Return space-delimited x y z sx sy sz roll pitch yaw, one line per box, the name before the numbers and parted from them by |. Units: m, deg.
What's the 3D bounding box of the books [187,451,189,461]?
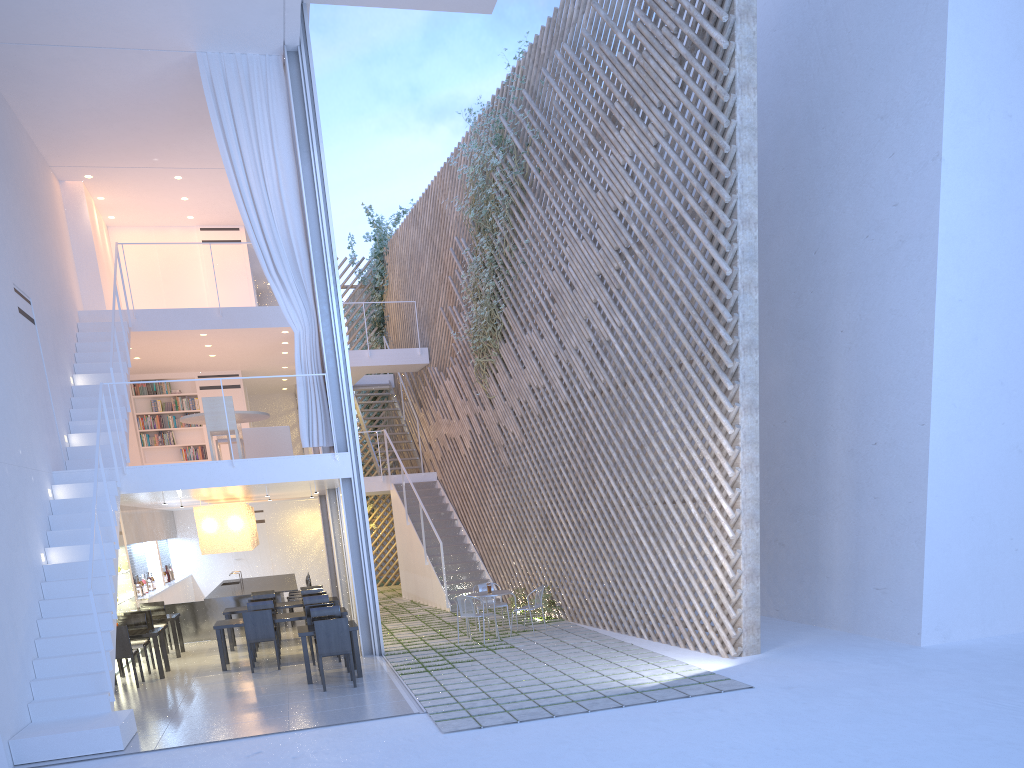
books | -3.457 0.763 8.787 0.006 0.125 0.078 -8 8 -17

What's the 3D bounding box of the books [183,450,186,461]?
books | -3.488 0.764 8.775 0.006 0.126 0.087 -8 7 -17

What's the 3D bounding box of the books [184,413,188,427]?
books | -3.444 0.389 8.707 0.015 0.159 0.084 -8 9 -17

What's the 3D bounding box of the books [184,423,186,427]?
books | -3.457 0.403 8.706 0.015 0.132 0.086 -8 7 -17

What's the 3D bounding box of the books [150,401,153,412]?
books | -3.383 0.765 7.121 0.079 1.681 3.511 -7 -3 -13

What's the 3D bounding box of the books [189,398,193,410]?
books | -3.187 0.752 7.160 0.037 1.680 3.561 -6 -4 -5

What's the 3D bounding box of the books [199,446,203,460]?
books | -3.326 0.743 8.811 0.009 0.152 0.086 -8 8 -17

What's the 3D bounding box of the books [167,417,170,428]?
books | -3.613 0.411 8.665 0.006 0.128 0.092 -8 7 -17

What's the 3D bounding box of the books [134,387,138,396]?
books | -3.896 0.082 8.541 0.020 0.103 0.060 -8 8 -16

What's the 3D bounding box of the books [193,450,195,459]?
books | -3.395 0.755 8.794 0.005 0.134 0.092 -8 7 -17

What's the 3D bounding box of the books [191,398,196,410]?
books | -3.176 0.749 7.181 0.045 1.669 3.528 -6 -4 -5

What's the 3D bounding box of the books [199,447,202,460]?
books | -3.335 0.746 8.810 0.010 0.147 0.086 -8 8 -17

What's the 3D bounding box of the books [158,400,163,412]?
books | -3.346 0.775 7.136 0.030 1.709 3.507 -7 -4 -10

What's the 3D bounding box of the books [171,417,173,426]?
books | -3.577 0.411 8.677 0.006 0.126 0.087 -8 7 -17

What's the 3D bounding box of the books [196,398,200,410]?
books | -3.148 0.751 7.178 0.038 1.678 3.551 -5 -4 -5

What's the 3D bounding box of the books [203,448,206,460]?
books | -3.294 0.753 8.820 0.015 0.129 0.089 -8 7 -17

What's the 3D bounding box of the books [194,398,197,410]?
books | -3.167 0.762 7.175 0.037 1.706 3.552 -5 -4 -5

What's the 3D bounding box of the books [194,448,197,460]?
books | -3.380 0.754 8.797 0.007 0.134 0.092 -8 7 -17

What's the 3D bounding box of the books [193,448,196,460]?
books | -3.388 0.752 8.795 0.008 0.140 0.092 -8 7 -17

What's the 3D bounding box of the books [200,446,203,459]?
books | -3.318 0.744 8.816 0.008 0.151 0.080 -8 9 -17

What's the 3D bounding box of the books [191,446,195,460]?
books | -3.407 0.744 8.792 0.015 0.159 0.084 -8 9 -17

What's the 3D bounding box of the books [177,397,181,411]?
books | -3.236 0.761 7.181 0.023 1.731 3.475 -6 -4 -8

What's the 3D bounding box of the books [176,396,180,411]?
books | -3.513 0.214 8.660 0.011 0.160 0.079 -8 9 -17

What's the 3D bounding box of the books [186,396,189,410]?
books | -3.216 0.754 7.171 0.030 1.737 3.522 -6 -4 -6

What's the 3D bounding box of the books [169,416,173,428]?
books | -3.587 0.407 8.671 0.015 0.134 0.092 -8 7 -17

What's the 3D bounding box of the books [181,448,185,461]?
books | -3.499 0.754 8.770 0.015 0.148 0.085 -8 8 -17

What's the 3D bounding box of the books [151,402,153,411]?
books | -3.368 0.769 7.126 0.040 1.708 3.490 -7 -3 -13

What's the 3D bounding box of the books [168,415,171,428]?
books | -3.604 0.402 8.669 0.015 0.148 0.085 -8 8 -17

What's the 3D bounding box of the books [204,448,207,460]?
books | -3.286 0.751 8.832 0.006 0.134 0.069 -8 9 -17

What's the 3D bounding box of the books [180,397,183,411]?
books | -3.232 0.761 7.182 0.023 1.731 3.479 -6 -4 -7

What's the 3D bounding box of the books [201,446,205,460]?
books | -3.308 0.743 8.817 0.011 0.151 0.083 -8 9 -17

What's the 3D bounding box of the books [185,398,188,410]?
books | -3.201 0.734 7.164 0.029 1.644 3.527 -6 -4 -7

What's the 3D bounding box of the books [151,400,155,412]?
books | -3.352 0.757 7.140 0.027 1.672 3.481 -7 -3 -12

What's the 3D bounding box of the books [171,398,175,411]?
books | -3.560 0.222 8.650 0.015 0.148 0.075 -8 9 -16

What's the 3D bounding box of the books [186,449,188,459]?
books | -3.461 0.761 8.778 0.006 0.128 0.092 -8 7 -17

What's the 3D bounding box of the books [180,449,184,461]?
books | -3.512 0.761 8.765 0.015 0.134 0.092 -8 7 -17

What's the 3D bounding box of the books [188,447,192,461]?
books | -3.437 0.751 8.790 0.015 0.148 0.075 -8 9 -16

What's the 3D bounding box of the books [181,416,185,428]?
books | -3.474 0.405 8.700 0.020 0.128 0.089 -8 7 -16

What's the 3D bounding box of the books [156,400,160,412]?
books | -3.336 0.753 7.127 0.036 1.675 3.517 -7 -4 -11

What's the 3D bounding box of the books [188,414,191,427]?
books | -3.411 0.393 8.720 0.015 0.148 0.075 -8 9 -16

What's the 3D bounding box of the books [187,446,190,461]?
books | -3.449 0.746 8.784 0.011 0.160 0.079 -8 9 -17

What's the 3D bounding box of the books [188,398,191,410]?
books | -3.207 0.767 7.180 0.024 1.713 3.497 -6 -4 -5

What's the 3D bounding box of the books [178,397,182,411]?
books | -3.243 0.764 7.179 0.023 1.726 3.482 -6 -4 -7

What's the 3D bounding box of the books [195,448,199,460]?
books | -3.370 0.755 8.812 0.020 0.136 0.067 -8 9 -16

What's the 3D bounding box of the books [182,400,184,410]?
books | -3.240 0.768 7.172 0.025 1.713 3.505 -6 -4 -6

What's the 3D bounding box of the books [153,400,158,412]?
books | -3.343 0.770 7.118 0.039 1.704 3.538 -7 -3 -12

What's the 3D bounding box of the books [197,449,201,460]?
books | -3.349 0.757 8.811 0.018 0.126 0.082 -8 7 -16

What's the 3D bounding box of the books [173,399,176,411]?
books | -3.251 0.751 7.130 0.123 1.678 3.563 -6 -4 -8

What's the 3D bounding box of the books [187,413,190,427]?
books | -3.424 0.388 8.714 0.011 0.160 0.079 -8 9 -17

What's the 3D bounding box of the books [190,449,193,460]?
books | -3.420 0.758 8.791 0.015 0.132 0.086 -8 7 -17

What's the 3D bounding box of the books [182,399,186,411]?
books | -3.196 0.752 7.161 0.034 1.678 3.540 -6 -4 -7

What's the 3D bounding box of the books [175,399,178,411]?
books | -3.264 0.774 7.174 0.030 1.706 3.484 -6 -4 -8

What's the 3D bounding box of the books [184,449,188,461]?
books | -3.474 0.762 8.777 0.020 0.128 0.089 -8 7 -16
